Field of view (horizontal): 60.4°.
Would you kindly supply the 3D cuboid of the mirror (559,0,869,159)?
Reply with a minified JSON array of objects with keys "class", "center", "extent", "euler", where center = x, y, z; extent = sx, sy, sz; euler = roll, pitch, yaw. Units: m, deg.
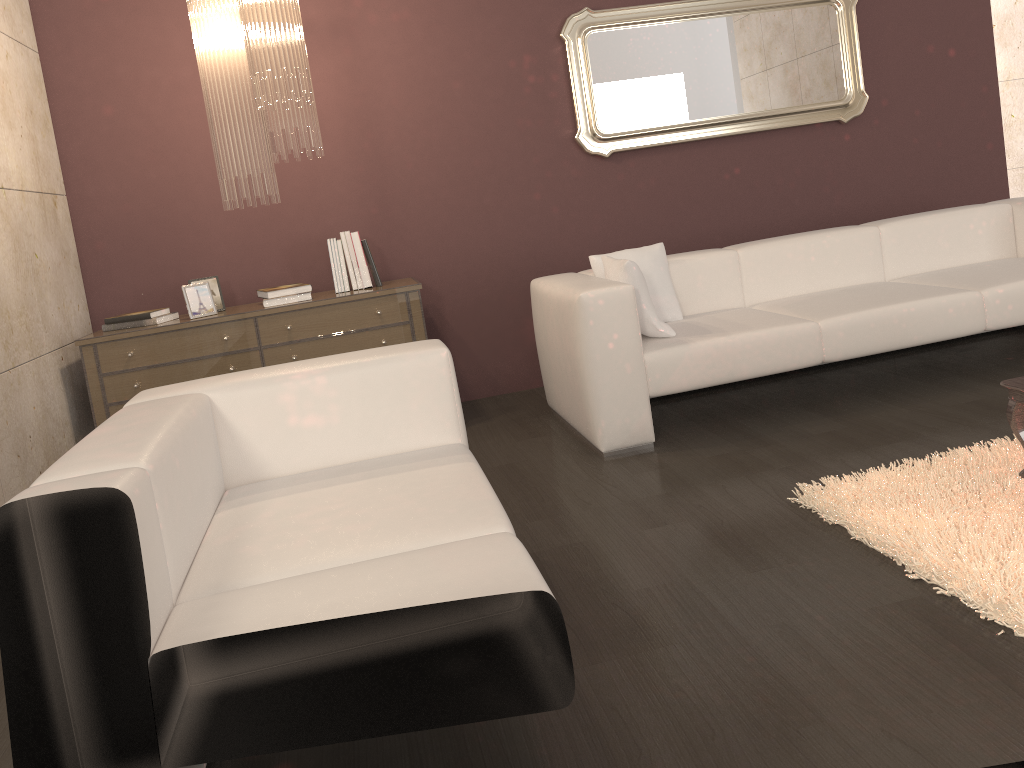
[{"class":"mirror","center":[1.166,-1.778,4.945],"extent":[1.788,0.815,0.047],"euler":[-10,5,-10]}]

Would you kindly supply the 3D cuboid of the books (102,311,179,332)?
[{"class":"books","center":[-1.736,-0.293,4.126],"extent":[0.274,0.031,0.205],"euler":[-7,12,10]}]

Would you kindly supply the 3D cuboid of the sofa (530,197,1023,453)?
[{"class":"sofa","center":[1.538,-0.373,4.095],"extent":[2.791,0.643,0.955],"euler":[-11,10,-10]}]

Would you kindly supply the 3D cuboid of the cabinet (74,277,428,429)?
[{"class":"cabinet","center":[-1.155,-0.018,4.240],"extent":[1.533,0.722,0.537],"euler":[-10,8,-10]}]

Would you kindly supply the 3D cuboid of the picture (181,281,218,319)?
[{"class":"picture","center":[-1.440,-0.386,4.057],"extent":[0.130,0.155,0.051],"euler":[-15,9,-40]}]

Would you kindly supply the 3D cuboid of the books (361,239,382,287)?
[{"class":"books","center":[-0.695,-0.600,4.346],"extent":[0.069,0.234,0.174],"euler":[-10,7,-9]}]

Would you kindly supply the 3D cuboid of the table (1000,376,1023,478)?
[{"class":"table","center":[1.929,0.138,2.220],"extent":[0.917,0.299,0.916],"euler":[-11,11,-11]}]

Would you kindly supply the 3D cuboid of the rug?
[{"class":"rug","center":[1.939,0.286,2.215],"extent":[2.004,0.066,1.529],"euler":[-11,12,-10]}]

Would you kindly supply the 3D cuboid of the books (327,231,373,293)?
[{"class":"books","center":[-0.800,-0.607,4.329],"extent":[0.179,0.286,0.206],"euler":[-10,7,-9]}]

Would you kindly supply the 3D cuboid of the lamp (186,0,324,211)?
[{"class":"lamp","center":[-1.107,-2.145,3.548],"extent":[0.482,2.802,0.492],"euler":[-6,6,27]}]

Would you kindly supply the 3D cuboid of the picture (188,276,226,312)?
[{"class":"picture","center":[-1.465,-0.425,4.227],"extent":[0.142,0.169,0.078],"euler":[-12,7,-25]}]

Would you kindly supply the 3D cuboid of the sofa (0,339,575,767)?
[{"class":"sofa","center":[-0.434,0.411,1.756],"extent":[0.946,0.642,2.053],"euler":[-10,11,-9]}]

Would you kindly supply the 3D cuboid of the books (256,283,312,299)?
[{"class":"books","center":[-1.096,-0.448,4.229],"extent":[0.213,0.033,0.290],"euler":[-14,13,-24]}]

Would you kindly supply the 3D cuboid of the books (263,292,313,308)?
[{"class":"books","center":[-1.078,-0.413,4.219],"extent":[0.226,0.035,0.311],"euler":[-12,12,-14]}]

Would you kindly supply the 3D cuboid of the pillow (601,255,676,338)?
[{"class":"pillow","center":[0.523,-0.377,3.766],"extent":[0.186,0.354,0.380],"euler":[-10,9,-10]}]

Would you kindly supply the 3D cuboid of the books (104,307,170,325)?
[{"class":"books","center":[-1.743,-0.317,4.101],"extent":[0.232,0.027,0.173],"euler":[-7,12,10]}]

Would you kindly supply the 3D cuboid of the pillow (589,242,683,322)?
[{"class":"pillow","center":[0.569,-0.443,4.047],"extent":[0.378,0.357,0.171],"euler":[-10,7,-12]}]
